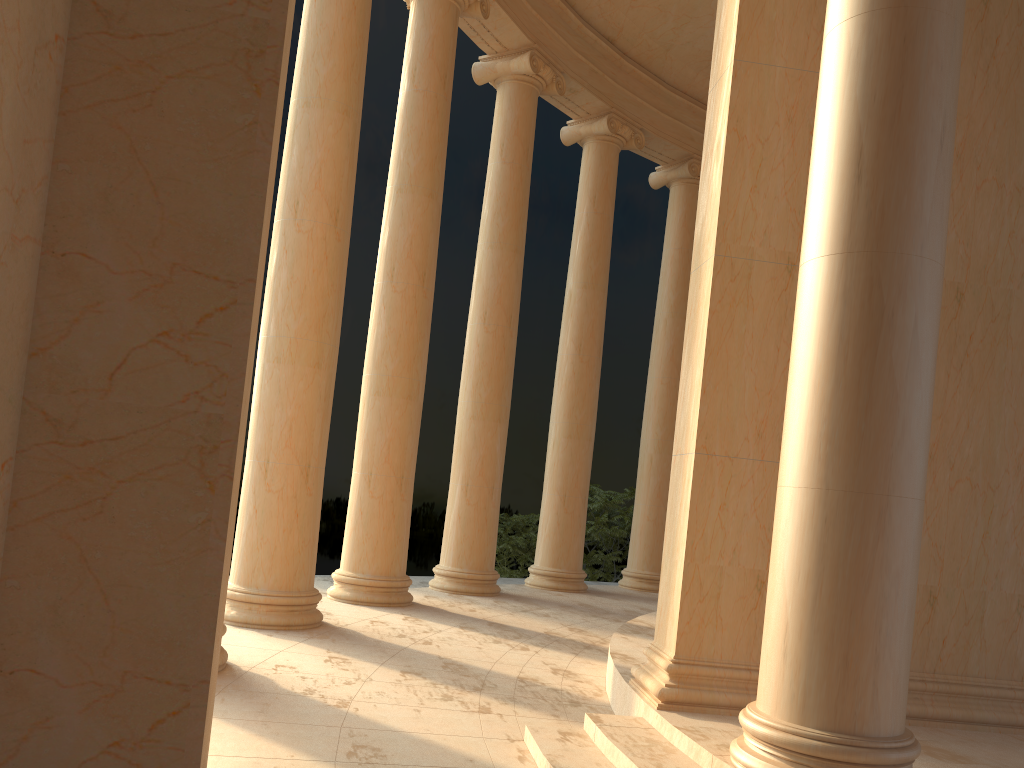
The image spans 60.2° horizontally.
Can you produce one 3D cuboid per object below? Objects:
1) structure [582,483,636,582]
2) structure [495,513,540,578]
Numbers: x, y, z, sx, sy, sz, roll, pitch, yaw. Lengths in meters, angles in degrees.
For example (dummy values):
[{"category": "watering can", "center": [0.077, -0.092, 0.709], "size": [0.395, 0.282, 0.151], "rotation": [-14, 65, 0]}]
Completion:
[{"category": "structure", "center": [176.376, 328.825, 1604.014], "size": [247.279, 298.505, 238.476], "rotation": [6, -4, -3]}, {"category": "structure", "center": [-10.129, 310.969, 1512.957], "size": [149.066, 187.706, 156.459], "rotation": [6, -4, 7]}]
